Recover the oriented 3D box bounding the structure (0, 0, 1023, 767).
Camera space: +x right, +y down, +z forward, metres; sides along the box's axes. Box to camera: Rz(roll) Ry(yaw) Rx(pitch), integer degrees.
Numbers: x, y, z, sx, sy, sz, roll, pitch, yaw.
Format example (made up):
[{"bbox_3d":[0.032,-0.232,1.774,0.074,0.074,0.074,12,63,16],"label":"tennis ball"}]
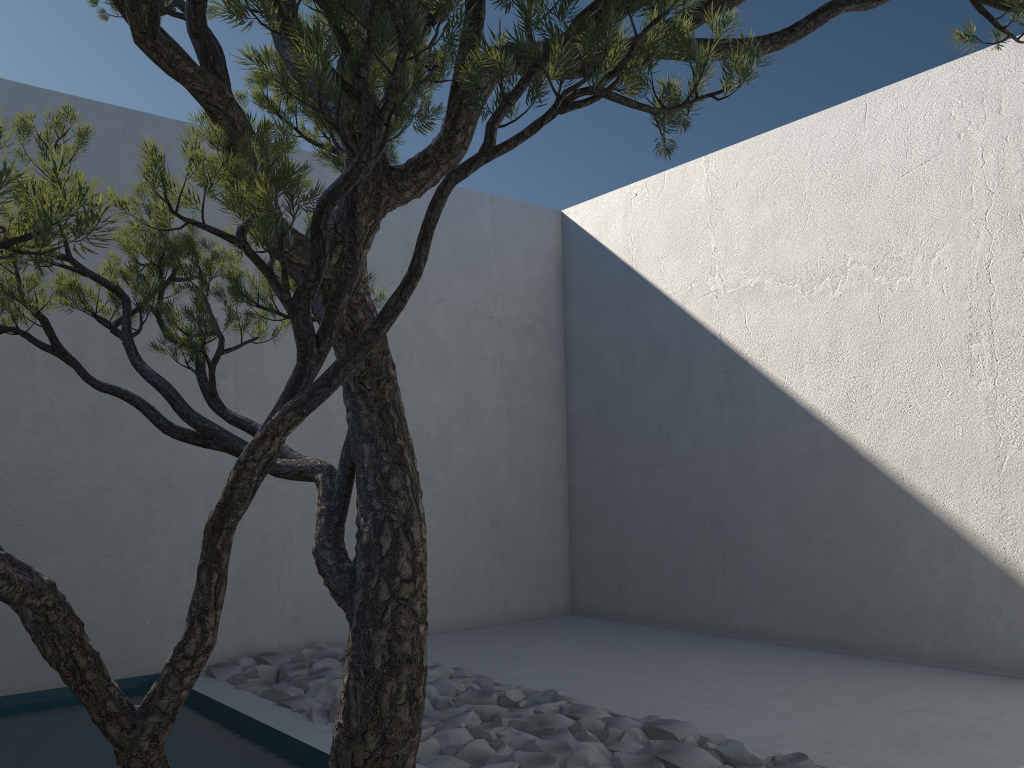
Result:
[{"bbox_3d":[-0.462,-0.437,1.457,2.527,3.455,2.590,-5,-6,44],"label":"structure"}]
